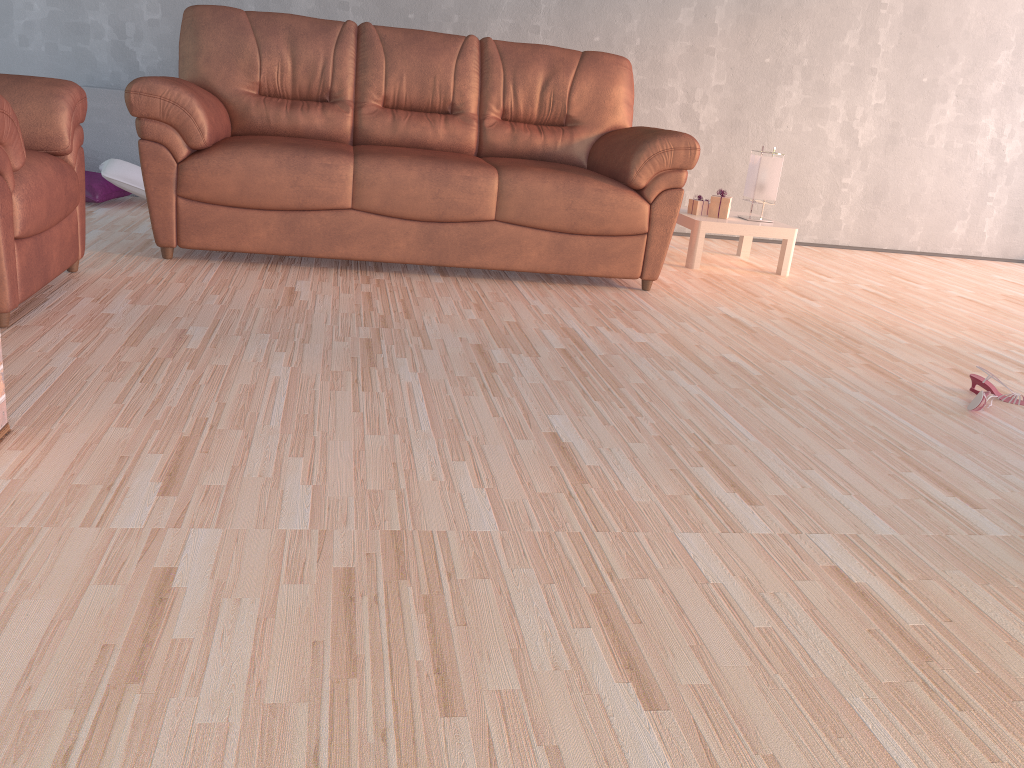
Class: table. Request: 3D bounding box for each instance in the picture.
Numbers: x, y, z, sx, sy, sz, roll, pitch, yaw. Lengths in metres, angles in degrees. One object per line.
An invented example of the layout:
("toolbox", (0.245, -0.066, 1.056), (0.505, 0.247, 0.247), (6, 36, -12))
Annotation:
("table", (1.107, -0.758, 4.657), (0.548, 0.241, 0.548), (2, 19, -12))

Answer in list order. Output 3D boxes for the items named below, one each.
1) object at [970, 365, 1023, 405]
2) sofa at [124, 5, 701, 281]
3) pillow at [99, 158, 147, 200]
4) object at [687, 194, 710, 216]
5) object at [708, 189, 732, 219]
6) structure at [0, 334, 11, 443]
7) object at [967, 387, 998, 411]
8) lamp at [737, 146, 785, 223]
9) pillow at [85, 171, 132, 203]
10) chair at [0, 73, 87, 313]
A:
("object", (1.509, 0.005, 2.732), (0.188, 0.085, 0.069), (15, 20, 26))
("sofa", (-0.396, -1.054, 3.813), (2.202, 0.923, 0.981), (2, 19, -12))
("pillow", (-1.904, -1.033, 4.510), (0.357, 0.205, 0.388), (-2, 20, -24))
("object", (0.981, -0.925, 4.575), (0.152, 0.105, 0.080), (-10, 24, -41))
("object", (1.063, -0.921, 4.515), (0.099, 0.147, 0.102), (12, 19, 16))
("structure", (-1.618, -0.402, 1.360), (1.422, 1.057, 0.211), (2, 19, -12))
("object", (1.386, 0.044, 2.604), (0.078, 0.066, 0.192), (14, 20, 23))
("lamp", (1.283, -1.027, 4.553), (0.140, 0.376, 0.140), (2, 19, -12))
("pillow", (-2.152, -0.998, 4.449), (0.392, 0.130, 0.365), (9, 18, 8))
("chair", (-1.782, -0.738, 2.469), (0.936, 0.879, 0.970), (2, 19, -12))
